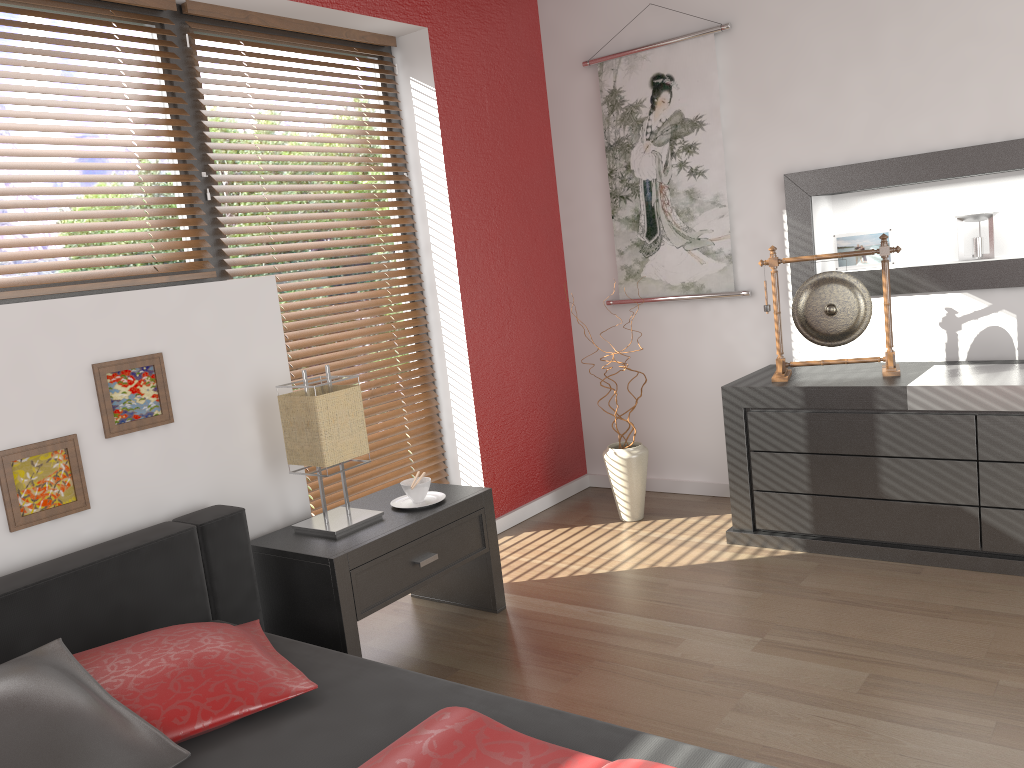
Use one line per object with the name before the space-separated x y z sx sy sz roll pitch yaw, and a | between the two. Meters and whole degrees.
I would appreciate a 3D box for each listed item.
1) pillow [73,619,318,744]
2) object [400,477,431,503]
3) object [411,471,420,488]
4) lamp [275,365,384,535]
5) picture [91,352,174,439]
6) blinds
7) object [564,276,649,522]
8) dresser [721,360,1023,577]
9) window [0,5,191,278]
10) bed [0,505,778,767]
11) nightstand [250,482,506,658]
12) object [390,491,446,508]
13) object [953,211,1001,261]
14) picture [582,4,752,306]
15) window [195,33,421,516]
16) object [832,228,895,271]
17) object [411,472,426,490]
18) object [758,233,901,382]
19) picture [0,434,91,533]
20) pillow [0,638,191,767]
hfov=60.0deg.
pillow | -0.818 0.644 1.819 0.745 0.172 0.418 -12 10 -33
object | -0.307 0.347 2.864 0.099 0.069 0.099 -11 9 -27
object | -0.313 0.309 2.866 0.007 0.007 0.192 -6 8 2
lamp | -0.561 0.187 2.690 0.200 0.480 0.200 0 10 37
picture | -1.029 0.028 2.416 0.010 0.200 0.200 0 10 37
blinds | -1.819 0.053 1.851 0.032 1.952 4.840 0 10 37
object | 0.421 0.082 3.713 0.364 1.035 0.422 -5 8 13
dresser | 1.637 0.257 3.024 1.740 0.608 0.540 0 10 37
window | -1.938 -0.516 1.813 0.020 0.786 2.817 0 10 37
bed | -0.591 0.837 0.931 2.413 0.577 2.469 0 10 37
nightstand | -0.405 0.618 2.824 0.413 0.423 0.700 0 10 37
object | -0.303 0.379 2.869 0.179 0.012 0.179 -11 9 -27
object | 1.747 -0.553 3.329 0.159 0.171 0.159 -7 8 -3
picture | 0.655 -0.992 3.855 0.701 1.270 0.028 0 10 37
window | -0.715 -0.339 3.414 0.020 1.893 0.889 0 10 37
object | 1.407 -0.538 3.549 0.226 0.146 0.041 -4 9 17
object | -0.300 0.310 2.846 0.007 0.007 0.192 -6 8 7
object | 1.163 -0.277 3.231 0.490 0.498 0.173 -3 9 23
picture | -1.174 0.245 2.224 0.010 0.200 0.200 0 10 37
pillow | -0.951 0.666 1.415 0.386 0.241 0.744 -1 10 33
